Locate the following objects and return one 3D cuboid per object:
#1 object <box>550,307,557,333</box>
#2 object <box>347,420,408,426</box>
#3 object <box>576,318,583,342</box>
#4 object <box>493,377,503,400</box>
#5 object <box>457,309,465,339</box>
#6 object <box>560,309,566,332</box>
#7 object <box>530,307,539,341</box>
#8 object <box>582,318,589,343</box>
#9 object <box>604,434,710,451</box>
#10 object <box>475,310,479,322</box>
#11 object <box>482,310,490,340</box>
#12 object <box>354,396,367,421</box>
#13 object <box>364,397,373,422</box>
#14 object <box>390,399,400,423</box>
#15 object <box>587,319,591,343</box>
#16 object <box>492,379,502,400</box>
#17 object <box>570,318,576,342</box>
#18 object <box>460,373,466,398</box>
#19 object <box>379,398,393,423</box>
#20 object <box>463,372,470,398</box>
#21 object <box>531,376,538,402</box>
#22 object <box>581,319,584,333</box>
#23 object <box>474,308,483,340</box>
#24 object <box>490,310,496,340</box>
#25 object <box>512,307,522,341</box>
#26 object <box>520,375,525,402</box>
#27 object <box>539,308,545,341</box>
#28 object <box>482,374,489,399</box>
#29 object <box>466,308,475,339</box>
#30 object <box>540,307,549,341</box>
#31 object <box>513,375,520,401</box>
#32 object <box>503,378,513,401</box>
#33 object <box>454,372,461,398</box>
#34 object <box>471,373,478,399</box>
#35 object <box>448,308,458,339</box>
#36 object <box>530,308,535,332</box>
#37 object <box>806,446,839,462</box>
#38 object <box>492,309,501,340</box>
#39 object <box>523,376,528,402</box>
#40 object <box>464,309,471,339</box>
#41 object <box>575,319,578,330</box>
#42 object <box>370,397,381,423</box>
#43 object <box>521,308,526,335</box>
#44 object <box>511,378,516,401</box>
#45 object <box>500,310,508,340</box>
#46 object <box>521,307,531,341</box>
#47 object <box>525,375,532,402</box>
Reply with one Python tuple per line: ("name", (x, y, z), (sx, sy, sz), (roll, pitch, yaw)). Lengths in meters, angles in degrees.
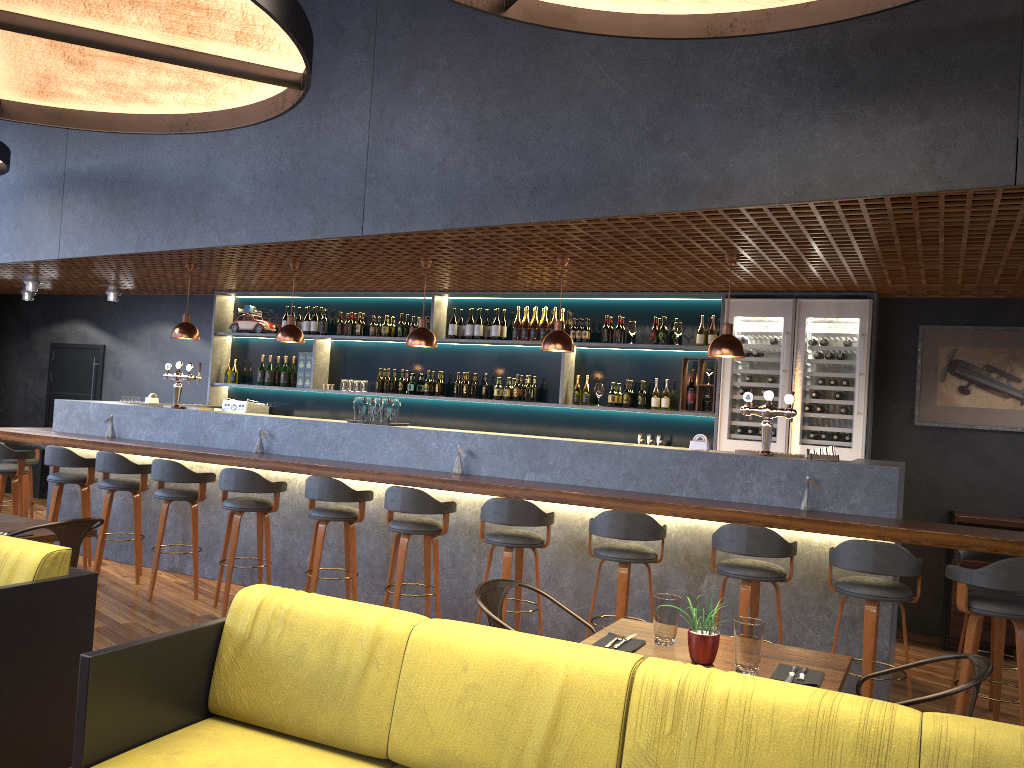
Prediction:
("object", (0.400, -0.561, 8.362), (0.084, 0.330, 0.084), (3, -2, 33))
("object", (-1.069, 0.310, 7.061), (0.437, 0.019, 0.273), (3, -1, 26))
("object", (0.628, -0.496, 8.246), (0.056, 0.227, 0.056), (4, -1, 3))
("object", (-0.130, 0.045, 8.627), (0.088, 0.224, 0.088), (4, -1, -4))
("object", (-0.516, -0.596, 8.922), (0.086, 0.310, 0.085), (3, -2, 40))
("object", (0.478, -0.554, 8.462), (0.084, 0.330, 0.084), (3, -2, 33))
("object", (0.223, -0.570, 8.450), (0.084, 0.330, 0.084), (3, -2, 33))
("object", (0.683, -0.494, 8.219), (0.056, 0.227, 0.056), (3, -1, 13))
("object", (0.952, 0.370, 5.999), (0.766, 0.106, 0.200), (3, -1, 26))
("object", (-0.343, -0.587, 8.843), (0.085, 0.310, 0.086), (4, -1, -23))
("object", (-0.257, -0.582, 8.798), (0.086, 0.310, 0.085), (3, -2, 37))
("object", (-1.208, 0.206, 7.050), (0.105, 0.209, 0.105), (4, -1, -29))
("object", (-1.150, 0.211, 7.142), (0.105, 0.209, 0.105), (4, -1, -29))
("object", (-0.943, 0.222, 7.045), (0.105, 0.209, 0.105), (4, -1, -29))
("object", (0.709, -0.491, 8.274), (0.056, 0.227, 0.056), (3, -1, 28))
("object", (-0.151, 0.056, 8.759), (0.097, 0.206, 0.097), (4, -2, -33))
("object", (0.573, -0.499, 8.272), (0.056, 0.227, 0.056), (4, -1, -12))
("object", (-0.486, 0.014, 8.886), (0.063, 0.254, 0.063), (3, -1, 13))
("object", (-0.987, 0.217, 6.938), (0.105, 0.209, 0.105), (4, -1, -29))
("object", (-0.445, 0.013, 8.743), (0.063, 0.254, 0.063), (4, -1, -27))
("object", (0.215, 0.050, 8.538), (0.063, 0.254, 0.063), (4, -1, -2))
("object", (0.653, -0.494, 8.301), (0.056, 0.227, 0.056), (4, -1, -12))
("object", (-0.323, -0.588, 8.725), (0.085, 0.310, 0.086), (5, -2, -37))
("object", (-0.170, -0.578, 8.761), (0.085, 0.310, 0.086), (5, -2, -37))
("object", (0.055, -0.579, 8.532), (0.084, 0.330, 0.084), (3, -2, 33))
("object", (0.089, 0.043, 8.561), (0.063, 0.254, 0.063), (5, -2, -36))
("object", (0.294, -0.565, 8.516), (0.084, 0.330, 0.084), (3, -2, 33))
("object", (-0.263, 0.026, 8.786), (0.063, 0.254, 0.063), (4, -1, -16))
("object", (-0.405, -0.592, 8.768), (0.085, 0.310, 0.086), (4, -2, -31))
("object", (0.313, -0.566, 8.402), (0.084, 0.330, 0.084), (3, -2, 33))
("object", (0.048, 0.038, 8.474), (0.063, 0.254, 0.063), (3, -1, 19))
("object", (-0.034, 0.050, 8.580), (0.088, 0.224, 0.088), (3, -2, 41))
("object", (-0.535, 0.008, 8.787), (0.063, 0.254, 0.063), (4, -1, -2))
("object", (-0.373, 0.020, 8.831), (0.063, 0.254, 0.063), (4, -1, -2))
("object", (-0.583, -0.602, 8.850), (0.085, 0.310, 0.086), (5, -2, -37))
("object", (0.208, -0.569, 8.555), (0.084, 0.330, 0.084), (3, -2, 33))
("object", (1.929, 0.428, 5.501), (0.177, 0.091, 0.091), (4, -1, 1))
("object", (-0.148, -0.579, 8.643), (0.085, 0.310, 0.086), (4, -2, -31))
("object", (0.141, 0.048, 8.628), (0.063, 0.254, 0.063), (5, -2, -37))
("object", (-0.427, -0.591, 8.878), (0.085, 0.310, 0.086), (5, -2, -37))
("object", (0.600, -0.496, 8.327), (0.056, 0.227, 0.056), (3, -1, 28))
("object", (-1.079, 0.214, 7.041), (0.105, 0.209, 0.105), (4, -1, -29))
("object", (0.124, -0.573, 8.598), (0.084, 0.330, 0.084), (3, -2, 33))
("object", (0.016, 0.056, 8.681), (0.088, 0.224, 0.088), (3, -1, 21))
("object", (-0.085, -0.573, 8.718), (0.085, 0.310, 0.086), (4, -1, -23))
("object", (0.139, -0.575, 8.492), (0.084, 0.330, 0.084), (3, -2, 33))
("object", (0.160, 0.045, 8.446), (0.063, 0.254, 0.063), (3, -2, 33))
